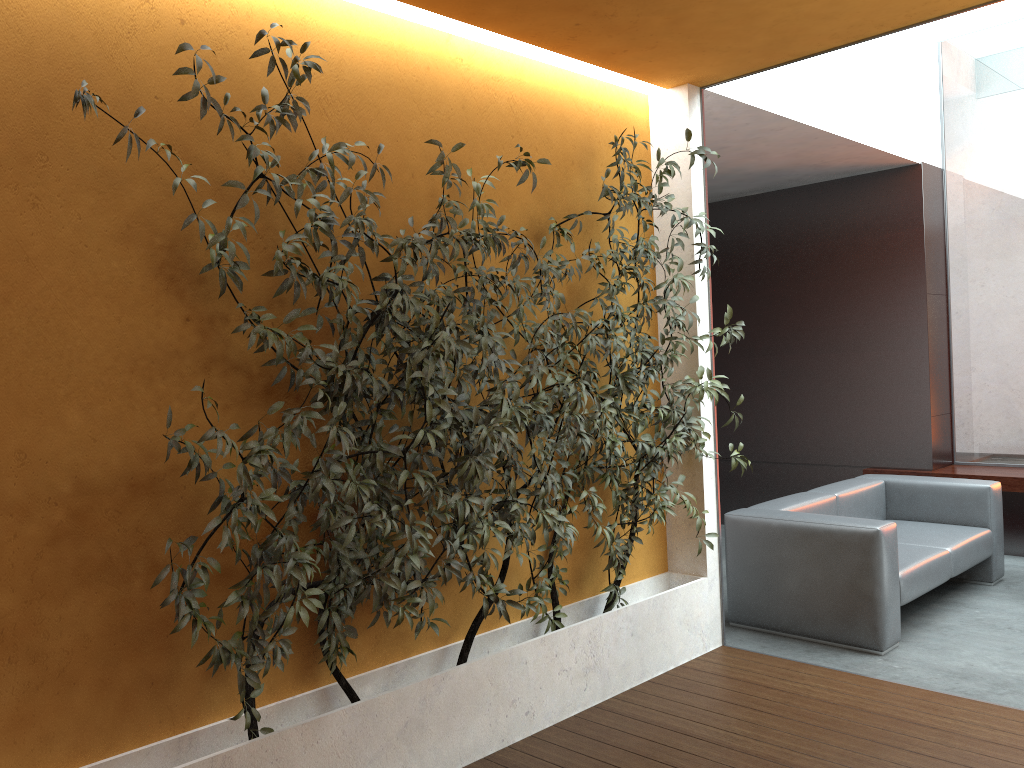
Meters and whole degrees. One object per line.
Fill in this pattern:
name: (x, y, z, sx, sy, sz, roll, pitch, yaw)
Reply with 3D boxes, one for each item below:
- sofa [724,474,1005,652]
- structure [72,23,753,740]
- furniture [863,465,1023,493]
sofa: (2.253, 1.008, 5.524, 0.943, 0.652, 2.025, -1, 2, 45)
structure: (-0.059, -0.022, 3.566, 0.622, 2.483, 3.166, -2, 1, 44)
furniture: (5.191, 0.682, 5.315, 6.000, 0.109, 0.600, -1, 2, 45)
